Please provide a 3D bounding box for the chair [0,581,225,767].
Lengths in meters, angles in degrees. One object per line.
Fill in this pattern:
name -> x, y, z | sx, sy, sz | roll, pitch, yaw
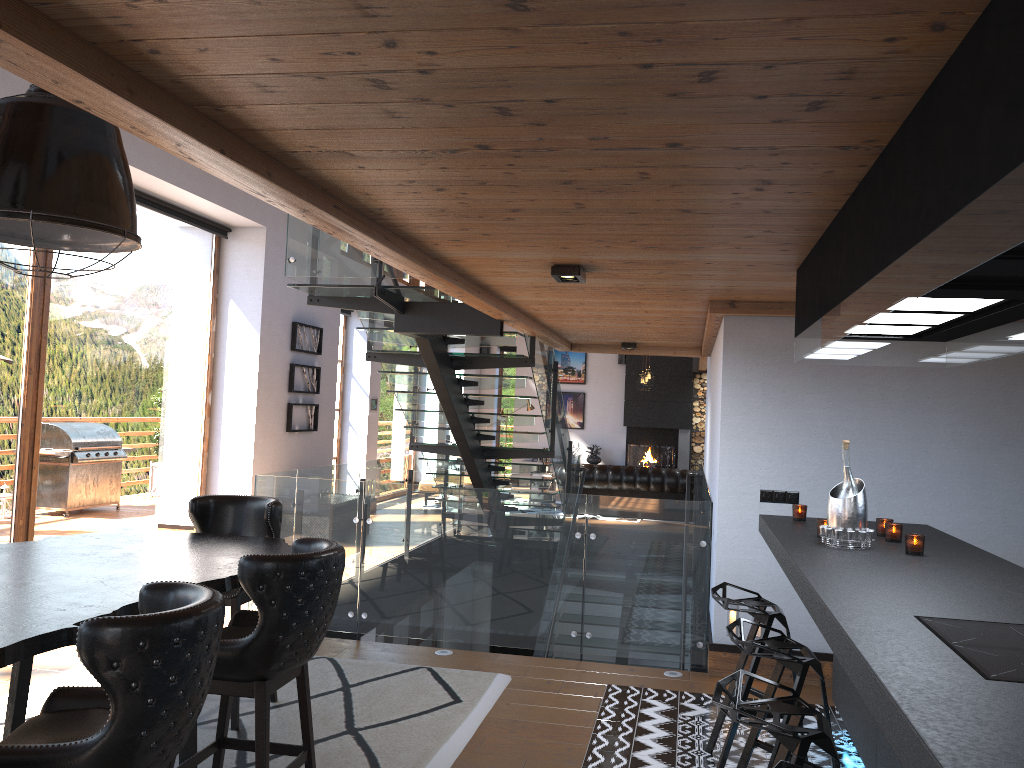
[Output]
chair -> -1.068, 1.097, 2.283 | 0.569, 1.093, 0.502 | 3, -2, -5

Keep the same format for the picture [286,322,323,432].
picture -> -2.542, -0.071, 10.900 | 0.059, 1.313, 0.777 | 2, -2, 11

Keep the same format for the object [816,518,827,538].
object -> 1.440, 0.664, 4.075 | 0.080, 0.081, 0.078 | 4, -2, -24

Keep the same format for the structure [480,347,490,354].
structure -> -0.607, -0.715, 19.979 | 0.213, 0.349, 0.214 | 2, -2, 11

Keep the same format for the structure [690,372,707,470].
structure -> 4.055, 1.068, 18.878 | 0.500, 2.619, 0.514 | 2, -3, 11

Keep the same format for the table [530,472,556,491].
table -> 0.527, 1.804, 15.132 | 0.404, 0.609, 0.419 | 2, -2, 11

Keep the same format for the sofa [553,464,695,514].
sofa -> 1.930, 1.727, 14.361 | 2.556, 0.839, 1.243 | 2, -2, 10

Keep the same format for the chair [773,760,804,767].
chair -> 0.742, 1.289, 1.819 | 0.468, 0.840, 0.540 | 2, -2, 8

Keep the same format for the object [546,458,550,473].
object -> 0.612, 1.362, 15.059 | 0.088, 0.286, 0.087 | 3, -3, -12

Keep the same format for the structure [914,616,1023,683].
structure -> 1.298, 0.647, 2.106 | 0.502, 0.017, 0.612 | 2, -2, 11

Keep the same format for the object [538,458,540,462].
object -> 0.460, 1.358, 15.157 | 0.087, 0.286, 0.088 | 1, -3, 23

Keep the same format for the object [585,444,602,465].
object -> 1.780, 1.524, 19.238 | 0.337, 0.455, 0.337 | 1, -3, 36

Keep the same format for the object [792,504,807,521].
object -> 1.538, 0.688, 4.742 | 0.080, 0.081, 0.078 | 5, -3, -44

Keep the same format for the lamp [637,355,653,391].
lamp -> 2.523, -0.989, 16.588 | 0.261, 2.203, 0.803 | 2, -2, 2

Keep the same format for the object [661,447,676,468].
object -> 3.244, 1.824, 18.466 | 0.311, 1.018, 0.304 | 4, -3, -34

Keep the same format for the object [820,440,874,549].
object -> 1.448, 0.471, 3.822 | 0.225, 0.453, 0.226 | 2, -2, 11

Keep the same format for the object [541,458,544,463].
object -> 0.511, 1.358, 15.081 | 0.089, 0.286, 0.086 | 5, -3, -39

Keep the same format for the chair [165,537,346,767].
chair -> -0.926, 1.132, 3.239 | 0.566, 1.093, 0.506 | 2, -2, 10

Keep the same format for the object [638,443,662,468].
object -> 2.502, 1.453, 15.837 | 0.403, 0.808, 0.624 | 2, -2, 22

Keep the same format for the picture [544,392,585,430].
picture -> 1.171, 0.584, 19.675 | 0.876, 0.816, 0.036 | 2, -3, 10

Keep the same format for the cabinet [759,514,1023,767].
cabinet -> 1.322, 1.205, 2.509 | 0.885, 1.104, 4.819 | 2, -2, 11

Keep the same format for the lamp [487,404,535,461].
lamp -> -0.078, 1.243, 18.693 | 0.522, 1.900, 1.335 | 1, -3, 32

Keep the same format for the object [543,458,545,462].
object -> 0.543, 1.364, 15.242 | 0.087, 0.286, 0.088 | 2, -3, 21

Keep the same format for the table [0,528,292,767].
table -> -1.873, 1.164, 2.641 | 1.423, 0.950, 3.811 | 2, -2, 11

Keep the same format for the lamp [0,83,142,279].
lamp -> -1.553, -2.725, 3.244 | 0.628, 4.688, 0.614 | 4, -3, -34

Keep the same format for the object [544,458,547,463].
object -> 0.580, 1.363, 15.152 | 0.088, 0.286, 0.087 | 3, -3, -11

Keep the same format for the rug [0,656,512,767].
rug -> -1.770, 1.633, 2.928 | 2.541, 0.047, 5.652 | 2, -2, 11

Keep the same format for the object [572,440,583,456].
object -> 1.342, 1.478, 19.252 | 0.261, 0.532, 0.423 | 3, -2, -20

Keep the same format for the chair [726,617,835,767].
chair -> 1.028, 1.346, 3.293 | 0.468, 0.840, 0.540 | 2, -2, 8

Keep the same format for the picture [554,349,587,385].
picture -> 1.215, -0.410, 19.720 | 0.876, 0.816, 0.036 | 2, -3, 10

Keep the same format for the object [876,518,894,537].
object -> 1.771, 0.682, 4.213 | 0.080, 0.081, 0.078 | 4, -2, -24

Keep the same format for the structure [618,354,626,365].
structure -> 2.431, -0.598, 19.434 | 0.213, 0.349, 0.214 | 2, -2, 11

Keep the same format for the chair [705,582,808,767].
chair -> 1.135, 1.374, 4.044 | 0.467, 0.840, 0.541 | 2, -2, 11

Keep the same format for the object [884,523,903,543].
object -> 1.734, 0.675, 4.026 | 0.080, 0.081, 0.078 | 4, -2, -24

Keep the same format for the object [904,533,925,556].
object -> 1.658, 0.660, 3.649 | 0.080, 0.081, 0.078 | 4, -2, -24

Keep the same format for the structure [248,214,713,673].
structure -> -2.645, 1.372, 8.211 | 9.172, 6.402, 11.066 | 2, -2, 11

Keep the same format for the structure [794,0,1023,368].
structure -> 1.440, -0.390, 2.763 | 0.708, 0.476, 3.262 | 2, -2, 11

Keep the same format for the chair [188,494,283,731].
chair -> -1.501, 1.149, 4.611 | 0.502, 1.093, 0.570 | 2, -2, 10

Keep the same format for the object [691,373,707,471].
object -> 4.050, 1.074, 18.888 | 0.491, 2.613, 0.468 | 2, -3, 10

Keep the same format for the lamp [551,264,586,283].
lamp -> 0.300, -0.585, 4.666 | 0.154, 0.068, 0.262 | 2, -2, 11

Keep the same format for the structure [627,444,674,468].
structure -> 2.955, 1.572, 18.912 | 0.978, 0.515, 0.184 | 2, -3, 10

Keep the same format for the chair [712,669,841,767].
chair -> 0.803, 1.313, 2.534 | 0.466, 0.840, 0.542 | 2, -2, 17

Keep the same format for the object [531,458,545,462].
object -> 0.604, 1.620, 19.446 | 0.229, 0.183, 0.401 | 4, -2, -35

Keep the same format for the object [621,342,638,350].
object -> 1.236, -0.402, 9.331 | 0.154, 0.068, 0.262 | 2, -2, 11
